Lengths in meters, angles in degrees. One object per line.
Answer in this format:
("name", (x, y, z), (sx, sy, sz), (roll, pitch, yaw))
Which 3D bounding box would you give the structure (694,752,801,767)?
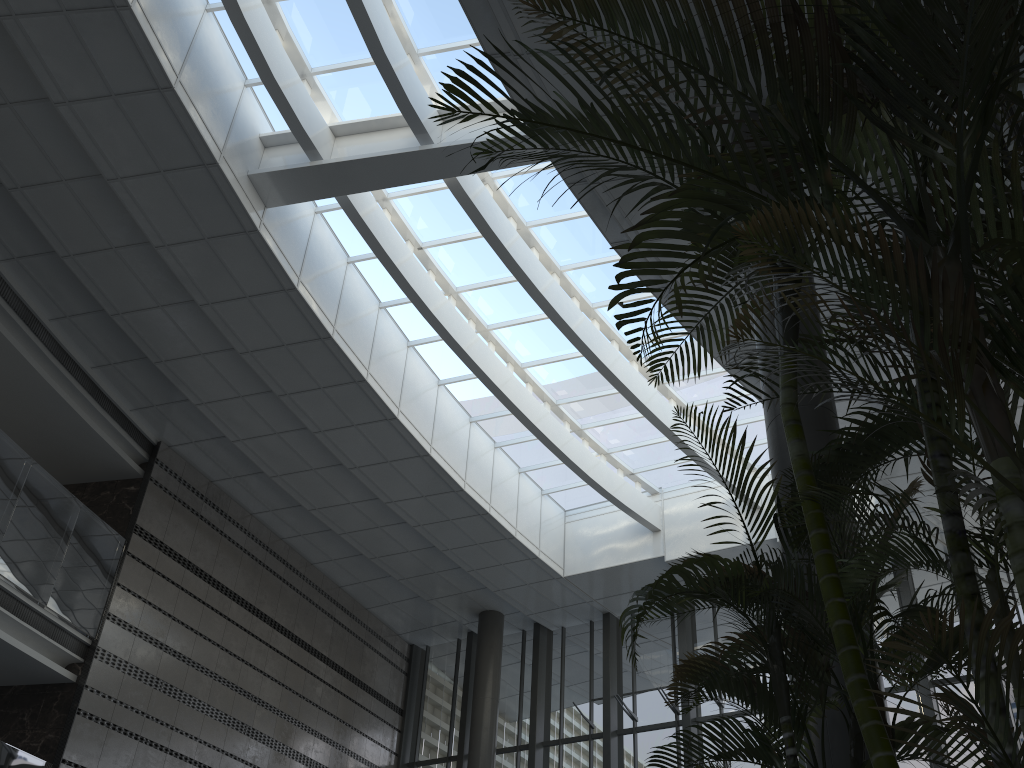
("structure", (1.717, 3.979, 5.652), (1.404, 3.021, 1.395), (-4, -34, 12))

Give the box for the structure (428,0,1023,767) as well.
("structure", (0.972, 0.086, 1.778), (2.425, 4.068, 2.892), (-2, -35, 8))

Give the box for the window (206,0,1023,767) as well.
("window", (-1.276, 1.721, 7.529), (14.062, 8.841, 20.490), (-25, -46, 31))

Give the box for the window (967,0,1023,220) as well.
("window", (5.650, 1.052, 5.069), (4.254, 7.033, 17.314), (-13, -41, 22))

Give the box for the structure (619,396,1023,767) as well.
("structure", (1.264, 1.734, 3.128), (1.640, 3.257, 2.336), (-4, -35, 11))
